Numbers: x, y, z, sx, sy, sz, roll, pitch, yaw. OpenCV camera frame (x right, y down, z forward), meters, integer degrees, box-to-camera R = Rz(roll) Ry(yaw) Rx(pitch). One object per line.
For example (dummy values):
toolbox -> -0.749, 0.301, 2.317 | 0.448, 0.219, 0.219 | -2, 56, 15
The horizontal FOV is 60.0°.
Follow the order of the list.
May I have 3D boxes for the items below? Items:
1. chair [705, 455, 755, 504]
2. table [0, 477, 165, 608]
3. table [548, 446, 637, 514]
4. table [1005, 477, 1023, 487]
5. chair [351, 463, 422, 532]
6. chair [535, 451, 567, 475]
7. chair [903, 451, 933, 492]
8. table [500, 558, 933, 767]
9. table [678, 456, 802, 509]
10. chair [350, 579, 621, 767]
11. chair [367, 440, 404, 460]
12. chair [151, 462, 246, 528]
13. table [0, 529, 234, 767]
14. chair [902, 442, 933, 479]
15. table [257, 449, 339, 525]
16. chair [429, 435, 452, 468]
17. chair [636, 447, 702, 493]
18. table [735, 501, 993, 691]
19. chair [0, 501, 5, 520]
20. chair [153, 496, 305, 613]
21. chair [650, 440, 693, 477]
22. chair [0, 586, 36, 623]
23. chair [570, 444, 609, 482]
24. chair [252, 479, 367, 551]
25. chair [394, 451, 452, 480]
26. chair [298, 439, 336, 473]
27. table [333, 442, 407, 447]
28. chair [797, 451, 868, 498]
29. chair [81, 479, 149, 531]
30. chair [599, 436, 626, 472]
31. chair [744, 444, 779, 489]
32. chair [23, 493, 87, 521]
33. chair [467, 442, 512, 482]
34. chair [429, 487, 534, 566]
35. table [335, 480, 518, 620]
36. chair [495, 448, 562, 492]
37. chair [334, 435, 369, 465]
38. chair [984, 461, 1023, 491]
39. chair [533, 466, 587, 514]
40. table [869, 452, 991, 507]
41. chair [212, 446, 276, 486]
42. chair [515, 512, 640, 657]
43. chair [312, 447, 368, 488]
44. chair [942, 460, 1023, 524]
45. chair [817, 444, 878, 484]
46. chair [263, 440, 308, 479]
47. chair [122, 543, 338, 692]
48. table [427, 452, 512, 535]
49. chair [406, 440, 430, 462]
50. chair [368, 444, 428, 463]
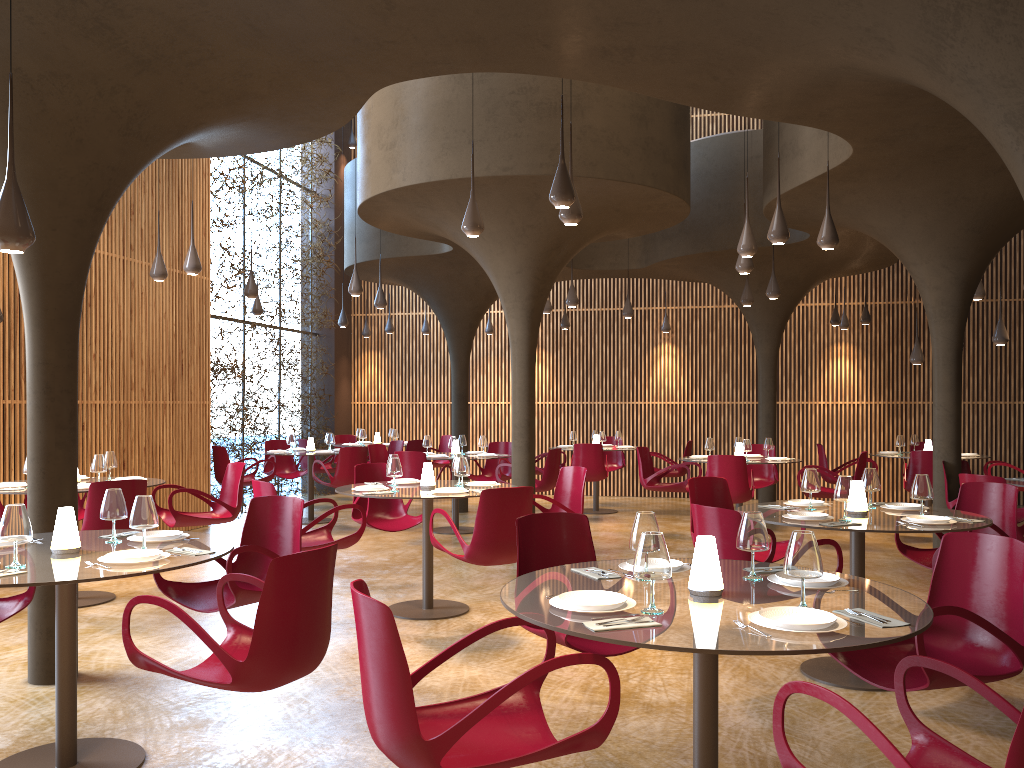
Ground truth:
chair -> 3.312, 1.440, 13.569 | 0.750, 0.763, 1.047 | 0, -1, 17
table -> -5.084, 1.833, 10.250 | 2.006, 1.356, 2.007 | 0, -1, -32
table -> 1.775, 2.023, 18.721 | 2.006, 1.356, 2.007 | 0, -1, 22
table -> 6.781, 1.834, 10.279 | 2.006, 1.356, 2.007 | 0, -1, -20
chair -> -1.547, 1.379, 10.840 | 0.750, 0.763, 1.047 | 0, -1, -25
chair -> 0.575, 1.561, 18.971 | 1.047, 0.763, 0.750 | 0, -1, 17
chair -> 6.919, 1.466, 14.736 | 0.750, 0.763, 1.047 | 0, -1, 23
table -> 0.946, 1.701, 4.329 | 2.006, 1.356, 2.007 | 0, -1, -19
table -> 3.811, 1.937, 14.870 | 2.006, 1.356, 2.007 | 0, -1, 32
chair -> -0.165, 1.221, 3.807 | 1.047, 0.763, 0.750 | 0, -1, -19
chair -> -2.697, 1.539, 17.973 | 1.047, 0.763, 0.750 | 1, -1, -38
chair -> -3.874, 1.385, 11.106 | 1.047, 0.763, 0.750 | 1, -1, -38
table -> -2.785, 1.728, 5.538 | 2.006, 1.356, 2.007 | -1, -1, 34
chair -> 8.016, 1.522, 17.211 | 0.750, 0.763, 1.047 | 0, -1, 28
table -> -3.901, 1.989, 17.188 | 2.006, 1.356, 2.007 | 1, -1, -36
chair -> -1.874, 1.608, 21.053 | 1.047, 0.763, 0.750 | 1, -1, -38
chair -> 2.673, 1.479, 15.325 | 1.047, 0.763, 0.750 | 0, -1, 27
table -> 2.911, 1.771, 7.474 | 2.006, 1.356, 2.007 | 0, -1, -27
chair -> -6.048, 1.349, 9.491 | 1.047, 0.763, 0.750 | 0, -1, -33
chair -> -2.078, 1.288, 6.788 | 0.750, 0.763, 1.047 | 0, -1, 25
chair -> 3.209, 1.547, 18.344 | 1.047, 0.763, 0.750 | 0, -1, 12
chair -> -3.901, 1.272, 6.045 | 1.047, 0.763, 0.750 | 0, -1, 30
chair -> 1.508, 1.525, 17.353 | 0.750, 0.763, 1.047 | 0, -1, 7
chair -> -2.120, 1.339, 9.062 | 1.047, 0.763, 0.750 | 1, -1, -35
chair -> -1.512, 1.463, 14.598 | 0.750, 0.763, 1.047 | 0, -1, 17
chair -> -4.159, 1.570, 19.390 | 1.047, 0.763, 0.750 | 1, -1, -43
table -> -3.077, 2.058, 20.268 | 2.006, 1.356, 2.007 | 1, -1, -36
chair -> 5.159, 1.455, 14.249 | 1.047, 0.763, 0.750 | 0, -1, 22
chair -> -4.208, 1.341, 9.166 | 0.750, 0.763, 1.047 | 0, -1, -43
chair -> 2.190, 1.586, 20.096 | 0.750, 0.763, 1.047 | 0, -1, 12
chair -> 4.460, 1.498, 16.151 | 0.750, 0.763, 1.047 | 0, -1, 22
chair -> -5.871, 1.393, 11.452 | 0.750, 0.763, 1.047 | 0, -1, -38
chair -> -0.363, 1.521, 17.181 | 0.750, 0.763, 1.047 | 0, -1, 22
chair -> -0.244, 1.326, 8.467 | 0.750, 0.763, 1.047 | 0, -1, -30
table -> -0.929, 1.823, 9.784 | 2.006, 1.356, 2.007 | 0, -1, -24
chair -> 0.335, 1.478, 15.279 | 1.047, 0.763, 0.750 | 0, -1, 22
chair -> -3.834, 1.612, 21.230 | 0.750, 0.763, 1.047 | 0, -1, -33
chair -> 8.827, 1.482, 15.418 | 1.047, 0.763, 0.750 | 0, -1, 23
chair -> 0.370, 1.369, 10.398 | 1.047, 0.763, 0.750 | 0, -1, -30
table -> 7.550, 1.964, 16.080 | 2.006, 1.356, 2.007 | -1, -1, 32
chair -> -4.983, 1.502, 16.311 | 1.047, 0.763, 0.750 | 1, -1, -43
chair -> 0.450, 1.263, 5.677 | 0.750, 0.763, 1.047 | 0, -1, -24
chair -> -3.043, 1.494, 15.976 | 0.750, 0.763, 1.047 | 0, -1, -38
chair -> 6.156, 1.394, 11.520 | 0.750, 0.763, 1.047 | 0, -1, -30
chair -> 6.255, 1.508, 16.589 | 1.047, 0.763, 0.750 | 0, -1, 18
chair -> -4.658, 1.543, 18.150 | 0.750, 0.763, 1.047 | 0, -1, -33
chair -> -1.468, 1.245, 4.856 | 1.047, 0.763, 0.750 | 0, -1, 25
table -> -1.012, 1.960, 15.899 | 2.006, 1.356, 2.007 | 0, -1, 32
chair -> -2.219, 1.563, 19.056 | 0.750, 0.763, 1.047 | 0, -1, -38
chair -> -2.150, 1.502, 16.354 | 1.047, 0.763, 0.750 | 0, -1, 27
